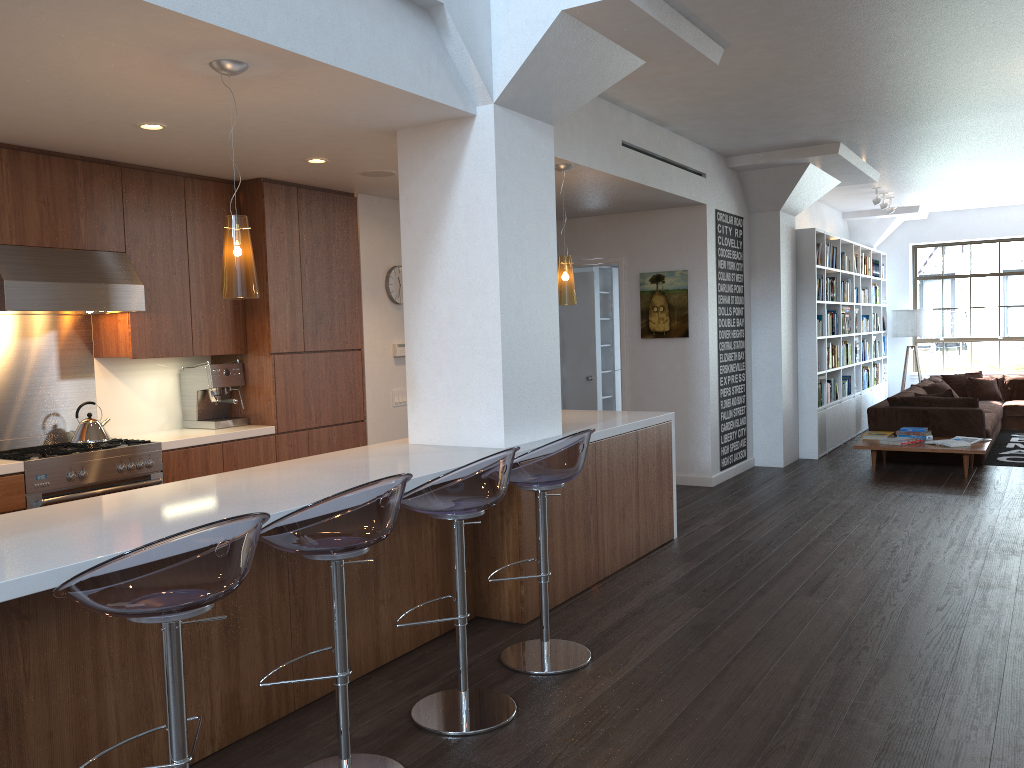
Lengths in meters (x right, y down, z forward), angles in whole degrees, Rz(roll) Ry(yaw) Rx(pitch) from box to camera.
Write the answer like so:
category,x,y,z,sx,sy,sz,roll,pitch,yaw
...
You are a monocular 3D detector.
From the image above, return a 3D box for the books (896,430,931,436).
category,x,y,z,sx,sy,sz,roll,pitch,yaw
books,3.944,0.477,8.705,0.279,0.035,0.191,1,4,42

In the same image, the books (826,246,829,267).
category,x,y,z,sx,sy,sz,roll,pitch,yaw
books,3.407,-1.403,9.818,0.174,0.242,0.105,0,4,32

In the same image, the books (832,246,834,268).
category,x,y,z,sx,sy,sz,roll,pitch,yaw
books,3.545,-1.424,10.030,0.182,0.253,0.098,0,4,32

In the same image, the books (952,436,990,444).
category,x,y,z,sx,sy,sz,roll,pitch,yaw
books,4.326,0.520,8.389,0.350,0.035,0.256,-4,4,-33

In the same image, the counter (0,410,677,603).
category,x,y,z,sx,sy,sz,roll,pitch,yaw
counter,-0.545,0.879,2.443,3.039,0.860,8.182,-2,3,2

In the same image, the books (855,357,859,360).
category,x,y,z,sx,sy,sz,roll,pitch,yaw
books,4.281,-0.328,11.315,0.251,0.037,0.160,1,4,37

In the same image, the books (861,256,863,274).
category,x,y,z,sx,sy,sz,roll,pitch,yaw
books,4.494,-1.544,11.599,0.171,0.246,0.057,0,4,32

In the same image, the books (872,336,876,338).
category,x,y,z,sx,sy,sz,roll,pitch,yaw
books,4.882,-0.642,12.247,0.224,0.030,0.161,1,4,42

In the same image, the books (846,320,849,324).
category,x,y,z,sx,sy,sz,roll,pitch,yaw
books,4.042,-0.758,10.906,0.168,0.045,0.231,0,4,27

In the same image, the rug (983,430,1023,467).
category,x,y,z,sx,sy,sz,roll,pitch,yaw
rug,7.097,0.694,8.834,4.200,0.007,3.100,0,4,33

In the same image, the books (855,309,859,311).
category,x,y,z,sx,sy,sz,roll,pitch,yaw
books,4.232,-0.932,11.189,0.224,0.030,0.161,1,4,42

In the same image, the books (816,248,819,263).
category,x,y,z,sx,sy,sz,roll,pitch,yaw
books,3.155,-1.356,9.424,0.167,0.210,0.162,0,4,32

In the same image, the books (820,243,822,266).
category,x,y,z,sx,sy,sz,roll,pitch,yaw
books,3.249,-1.390,9.567,0.170,0.251,0.118,0,4,32

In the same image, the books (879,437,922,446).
category,x,y,z,sx,sy,sz,roll,pitch,yaw
books,3.677,0.541,8.397,0.340,0.035,0.236,-4,4,-33

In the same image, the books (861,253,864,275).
category,x,y,z,sx,sy,sz,roll,pitch,yaw
books,4.535,-1.571,11.669,0.176,0.290,0.053,0,4,32

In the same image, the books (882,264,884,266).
category,x,y,z,sx,sy,sz,roll,pitch,yaw
books,5.387,-1.647,13.023,0.140,0.231,0.042,0,4,32

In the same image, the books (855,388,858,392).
category,x,y,z,sx,sy,sz,roll,pitch,yaw
books,4.249,0.080,11.328,0.284,0.035,0.197,0,4,32

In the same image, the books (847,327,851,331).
category,x,y,z,sx,sy,sz,roll,pitch,yaw
books,4.048,-0.673,10.897,0.160,0.039,0.251,1,4,37

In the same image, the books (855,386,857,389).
category,x,y,z,sx,sy,sz,roll,pitch,yaw
books,4.248,0.045,11.326,0.284,0.033,0.197,-1,3,17

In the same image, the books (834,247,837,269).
category,x,y,z,sx,sy,sz,roll,pitch,yaw
books,3.640,-1.438,10.193,0.182,0.255,0.077,0,4,32

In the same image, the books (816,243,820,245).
category,x,y,z,sx,sy,sz,roll,pitch,yaw
books,3.225,-1.385,9.531,0.159,0.248,0.089,0,4,32

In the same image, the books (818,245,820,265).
category,x,y,z,sx,sy,sz,roll,pitch,yaw
books,3.216,-1.370,9.502,0.161,0.222,0.084,0,4,32

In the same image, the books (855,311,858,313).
category,x,y,z,sx,sy,sz,roll,pitch,yaw
books,4.229,-0.902,11.183,0.223,0.031,0.161,0,4,32

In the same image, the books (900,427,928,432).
category,x,y,z,sx,sy,sz,roll,pitch,yaw
books,3.946,0.446,8.699,0.224,0.027,0.157,1,4,37

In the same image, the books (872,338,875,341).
category,x,y,z,sx,sy,sz,roll,pitch,yaw
books,4.879,-0.612,12.241,0.223,0.031,0.161,0,4,32

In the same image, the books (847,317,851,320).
category,x,y,z,sx,sy,sz,roll,pitch,yaw
books,4.045,-0.800,10.896,0.183,0.042,0.253,0,4,32

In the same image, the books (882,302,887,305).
category,x,y,z,sx,sy,sz,roll,pitch,yaw
books,5.272,-1.168,12.913,0.197,0.035,0.284,-4,4,-28

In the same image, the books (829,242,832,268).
category,x,y,z,sx,sy,sz,roll,pitch,yaw
books,3.476,-1.436,9.949,0.197,0.290,0.136,0,4,32

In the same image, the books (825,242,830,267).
category,x,y,z,sx,sy,sz,roll,pitch,yaw
books,3.447,-1.433,9.894,0.176,0.293,0.125,0,4,32

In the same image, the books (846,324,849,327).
category,x,y,z,sx,sy,sz,roll,pitch,yaw
books,4.024,-0.713,10.904,0.180,0.042,0.259,0,4,32

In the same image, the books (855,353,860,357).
category,x,y,z,sx,sy,sz,roll,pitch,yaw
books,4.289,-0.368,11.335,0.259,0.040,0.180,0,4,32

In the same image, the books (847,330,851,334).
category,x,y,z,sx,sy,sz,roll,pitch,yaw
books,4.053,-0.634,10.900,0.171,0.039,0.246,0,4,32

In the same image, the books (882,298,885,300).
category,x,y,z,sx,sy,sz,roll,pitch,yaw
books,5.269,-1.234,12.904,0.174,0.032,0.254,-3,4,-23

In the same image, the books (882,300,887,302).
category,x,y,z,sx,sy,sz,roll,pitch,yaw
books,5.271,-1.202,12.911,0.197,0.033,0.284,-5,5,-43

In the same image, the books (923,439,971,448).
category,x,y,z,sx,sy,sz,roll,pitch,yaw
books,4.014,0.542,8.178,0.231,0.040,0.342,-3,4,-18

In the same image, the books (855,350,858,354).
category,x,y,z,sx,sy,sz,roll,pitch,yaw
books,4.292,-0.410,11.314,0.231,0.044,0.168,0,4,27

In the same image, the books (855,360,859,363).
category,x,y,z,sx,sy,sz,roll,pitch,yaw
books,4.283,-0.291,11.313,0.246,0.038,0.171,0,4,32

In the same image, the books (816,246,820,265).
category,x,y,z,sx,sy,sz,roll,pitch,yaw
books,3.196,-1.366,9.474,0.161,0.218,0.101,0,4,32

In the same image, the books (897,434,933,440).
category,x,y,z,sx,sy,sz,roll,pitch,yaw
books,3.948,0.514,8.702,0.312,0.037,0.216,0,4,22

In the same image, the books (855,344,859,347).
category,x,y,z,sx,sy,sz,roll,pitch,yaw
books,4.291,-0.485,11.307,0.223,0.032,0.161,0,4,32

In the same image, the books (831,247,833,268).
category,x,y,z,sx,sy,sz,roll,pitch,yaw
books,3.526,-1.420,10.003,0.159,0.248,0.089,0,4,32

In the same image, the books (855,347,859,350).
category,x,y,z,sx,sy,sz,roll,pitch,yaw
books,4.283,-0.450,11.307,0.253,0.040,0.183,0,4,32

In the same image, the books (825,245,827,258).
category,x,y,z,sx,sy,sz,roll,pitch,yaw
books,3.376,-1.403,9.774,0.170,0.251,0.118,0,4,32

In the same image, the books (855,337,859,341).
category,x,y,z,sx,sy,sz,roll,pitch,yaw
books,4.291,-0.569,11.285,0.129,0.041,0.185,-5,5,-44

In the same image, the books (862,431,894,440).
category,x,y,z,sx,sy,sz,roll,pitch,yaw
books,3.646,0.512,8.817,0.241,0.045,0.334,0,4,33

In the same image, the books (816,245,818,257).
category,x,y,z,sx,sy,sz,roll,pitch,yaw
books,3.115,-1.353,9.342,0.182,0.215,0.188,0,4,32

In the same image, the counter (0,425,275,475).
category,x,y,z,sx,sy,sz,roll,pitch,yaw
counter,-2.979,0.448,4.196,0.600,0.050,4.387,0,4,32

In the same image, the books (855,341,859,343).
category,x,y,z,sx,sy,sz,roll,pitch,yaw
books,4.299,-0.537,11.290,0.208,0.024,0.144,1,4,37
